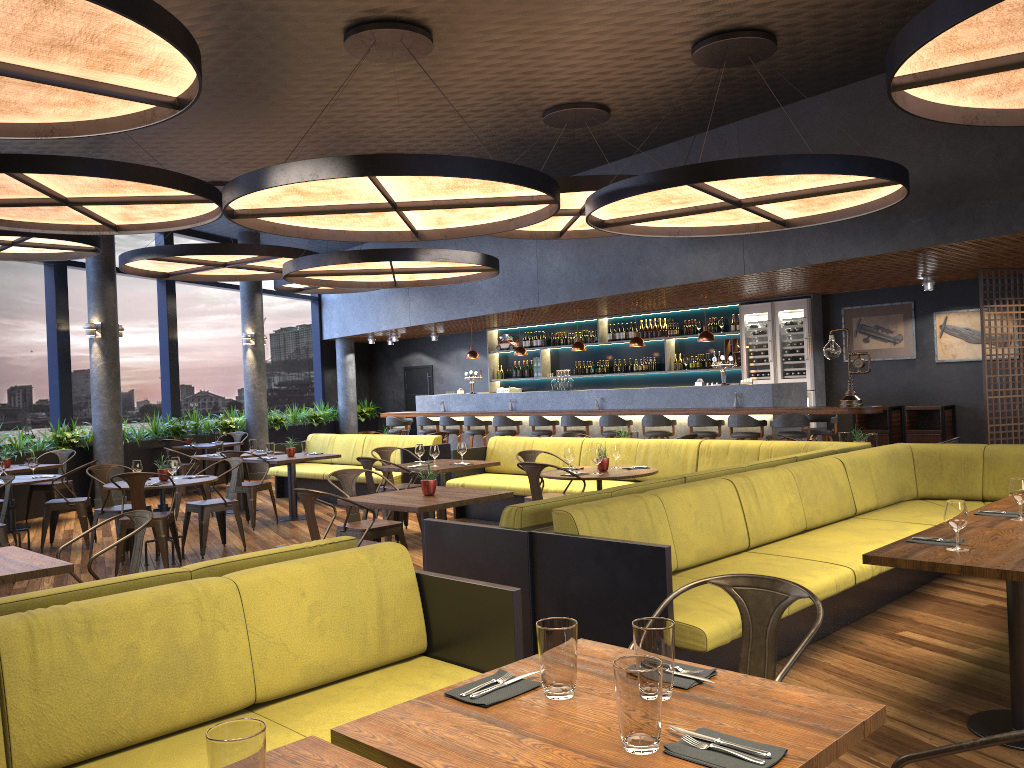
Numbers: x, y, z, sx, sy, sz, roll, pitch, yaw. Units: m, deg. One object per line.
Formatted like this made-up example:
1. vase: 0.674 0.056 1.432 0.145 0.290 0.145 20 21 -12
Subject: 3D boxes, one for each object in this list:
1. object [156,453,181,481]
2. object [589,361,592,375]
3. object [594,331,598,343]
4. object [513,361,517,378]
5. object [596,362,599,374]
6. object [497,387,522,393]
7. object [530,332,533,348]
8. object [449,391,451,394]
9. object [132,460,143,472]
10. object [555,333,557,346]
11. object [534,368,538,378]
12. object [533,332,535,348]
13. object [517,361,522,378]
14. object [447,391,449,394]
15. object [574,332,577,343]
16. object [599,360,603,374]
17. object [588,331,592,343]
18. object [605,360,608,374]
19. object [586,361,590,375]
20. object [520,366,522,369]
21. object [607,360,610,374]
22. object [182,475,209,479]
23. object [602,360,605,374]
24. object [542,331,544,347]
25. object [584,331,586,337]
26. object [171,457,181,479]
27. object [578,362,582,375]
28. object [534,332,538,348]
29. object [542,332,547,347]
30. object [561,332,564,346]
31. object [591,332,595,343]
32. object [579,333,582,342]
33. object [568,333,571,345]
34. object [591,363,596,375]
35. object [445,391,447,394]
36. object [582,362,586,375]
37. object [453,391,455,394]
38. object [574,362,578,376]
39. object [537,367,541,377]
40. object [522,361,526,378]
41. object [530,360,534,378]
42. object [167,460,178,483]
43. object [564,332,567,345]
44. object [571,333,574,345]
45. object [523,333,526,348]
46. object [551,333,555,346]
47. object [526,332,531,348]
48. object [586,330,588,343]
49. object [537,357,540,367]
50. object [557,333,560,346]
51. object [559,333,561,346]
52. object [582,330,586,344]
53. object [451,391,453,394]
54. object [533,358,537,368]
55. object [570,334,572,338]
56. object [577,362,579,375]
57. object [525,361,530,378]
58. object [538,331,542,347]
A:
1. object: -3.282 0.776 8.371 0.260 0.271 0.238 -2 0 -7
2. object: 1.468 -0.297 16.543 0.063 0.254 0.063 -2 0 17
3. object: 1.551 -0.865 16.226 0.088 0.224 0.088 -2 0 -31
4. object: 0.069 -0.282 17.676 0.094 0.340 0.094 -2 0 -23
5. object: 1.593 -0.287 16.403 0.088 0.224 0.088 -2 0 19
6. object: -0.108 0.337 17.740 0.355 0.569 0.550 -2 0 45
7. object: 0.389 -0.859 17.472 0.085 0.310 0.086 -2 0 -34
8. object: -1.185 0.168 17.074 0.042 0.059 0.042 -2 0 42
9. object: -3.523 0.822 8.336 0.097 0.206 0.097 -2 0 -4
10. object: 0.861 -0.850 17.022 0.063 0.254 0.063 -2 0 22
11. object: 0.488 -0.225 17.315 0.098 0.192 0.080 -2 0 45
12. object: 0.457 -0.862 17.403 0.085 0.310 0.086 -2 0 -18
13. object: 0.149 -0.285 17.617 0.094 0.340 0.094 -2 0 -32
14. object: -1.224 0.170 17.048 0.042 0.059 0.042 -2 0 42
15. object: 1.200 -0.850 16.572 0.088 0.224 0.088 -2 0 39
16. object: 1.622 -0.304 16.222 0.063 0.254 0.063 -2 0 -28
17. object: 1.427 -0.857 16.309 0.068 0.217 0.068 -2 0 29
18. object: 1.714 -0.308 16.121 0.063 0.254 0.063 -2 0 -3
19. object: 1.408 -0.294 16.477 0.063 0.254 0.063 -2 0 -18
20. object: 0.157 -0.285 17.733 0.094 0.340 0.094 -2 0 -39
21. object: 1.756 -0.310 16.195 0.063 0.254 0.063 -2 0 17
22. object: -3.072 0.897 8.566 0.157 0.019 0.255 -2 0 43
23. object: 1.683 -0.306 16.274 0.063 0.254 0.063 -2 0 -13
24. object: 0.605 -0.869 17.263 0.085 0.310 0.086 -2 0 -5
25. object: 1.360 -0.871 16.580 0.063 0.254 0.063 -2 0 -38
26. object: -3.250 0.811 8.572 0.097 0.206 0.097 -2 0 16
27. object: 1.270 -0.289 16.532 0.063 0.254 0.063 -2 0 32
28. object: 0.467 -0.863 17.269 0.085 0.310 0.086 -2 0 -27
29. object: 0.626 -0.852 17.117 0.083 0.301 0.083 -2 0 -38
30. object: 0.955 -0.854 16.793 0.063 0.254 0.063 -2 0 -28
31. object: 1.497 -0.860 16.370 0.068 0.217 0.068 -2 0 -41
32. object: 1.281 -0.853 16.641 0.088 0.224 0.088 -2 0 39
33. object: 1.078 -0.841 16.652 0.068 0.217 0.068 -2 0 34
34. object: 1.494 -0.283 16.343 0.088 0.224 0.088 -2 0 -31
35. object: -1.258 0.171 17.015 0.042 0.059 0.042 -2 0 42
36. object: 1.347 -0.292 16.594 0.063 0.254 0.063 -2 0 2
37. object: -1.127 0.166 17.155 0.042 0.059 0.042 -2 0 42
38. object: 1.198 -0.286 16.603 0.063 0.254 0.063 -2 0 17
39. object: 0.560 -0.228 17.244 0.098 0.192 0.080 -2 0 45
40. object: 0.240 -0.289 17.672 0.094 0.340 0.094 -2 0 -23
41. object: 0.395 -0.296 17.535 0.094 0.340 0.094 -2 0 -23
42. object: -3.123 0.805 8.153 0.097 0.206 0.097 -2 0 -39
43. object: 1.007 -0.856 16.895 0.063 0.254 0.063 -2 0 -8
44. object: 1.150 -0.844 16.712 0.068 0.217 0.068 -2 0 -26
45. object: 0.255 -0.854 17.475 0.085 0.310 0.086 -2 0 -12
46. object: 0.777 -0.847 16.953 0.063 0.254 0.063 -2 0 27
47. object: 0.320 -0.856 17.408 0.085 0.310 0.086 -2 0 -18
48. object: 1.403 -0.873 16.502 0.063 0.254 0.063 -2 0 -18
49. object: 0.552 -0.420 17.244 0.098 0.192 0.080 -2 0 45
50. object: 0.880 -0.851 16.892 0.063 0.254 0.063 -2 0 17
51. object: 0.929 -0.853 16.960 0.063 0.254 0.063 -2 0 17
52. object: 1.331 -0.870 16.448 0.063 0.254 0.063 -2 0 2
53. object: -1.163 0.167 17.120 0.042 0.059 0.042 -2 0 42
54. object: 0.481 -0.417 17.316 0.098 0.192 0.080 -2 0 45
55. object: 1.110 -0.843 16.789 0.068 0.217 0.068 -2 0 -41
56. object: 1.259 -0.288 16.681 0.063 0.254 0.063 -2 0 37
57. object: 0.307 -0.292 17.477 0.094 0.340 0.094 -2 0 -6
58. object: 0.539 -0.866 17.195 0.085 0.310 0.086 -2 0 -12
